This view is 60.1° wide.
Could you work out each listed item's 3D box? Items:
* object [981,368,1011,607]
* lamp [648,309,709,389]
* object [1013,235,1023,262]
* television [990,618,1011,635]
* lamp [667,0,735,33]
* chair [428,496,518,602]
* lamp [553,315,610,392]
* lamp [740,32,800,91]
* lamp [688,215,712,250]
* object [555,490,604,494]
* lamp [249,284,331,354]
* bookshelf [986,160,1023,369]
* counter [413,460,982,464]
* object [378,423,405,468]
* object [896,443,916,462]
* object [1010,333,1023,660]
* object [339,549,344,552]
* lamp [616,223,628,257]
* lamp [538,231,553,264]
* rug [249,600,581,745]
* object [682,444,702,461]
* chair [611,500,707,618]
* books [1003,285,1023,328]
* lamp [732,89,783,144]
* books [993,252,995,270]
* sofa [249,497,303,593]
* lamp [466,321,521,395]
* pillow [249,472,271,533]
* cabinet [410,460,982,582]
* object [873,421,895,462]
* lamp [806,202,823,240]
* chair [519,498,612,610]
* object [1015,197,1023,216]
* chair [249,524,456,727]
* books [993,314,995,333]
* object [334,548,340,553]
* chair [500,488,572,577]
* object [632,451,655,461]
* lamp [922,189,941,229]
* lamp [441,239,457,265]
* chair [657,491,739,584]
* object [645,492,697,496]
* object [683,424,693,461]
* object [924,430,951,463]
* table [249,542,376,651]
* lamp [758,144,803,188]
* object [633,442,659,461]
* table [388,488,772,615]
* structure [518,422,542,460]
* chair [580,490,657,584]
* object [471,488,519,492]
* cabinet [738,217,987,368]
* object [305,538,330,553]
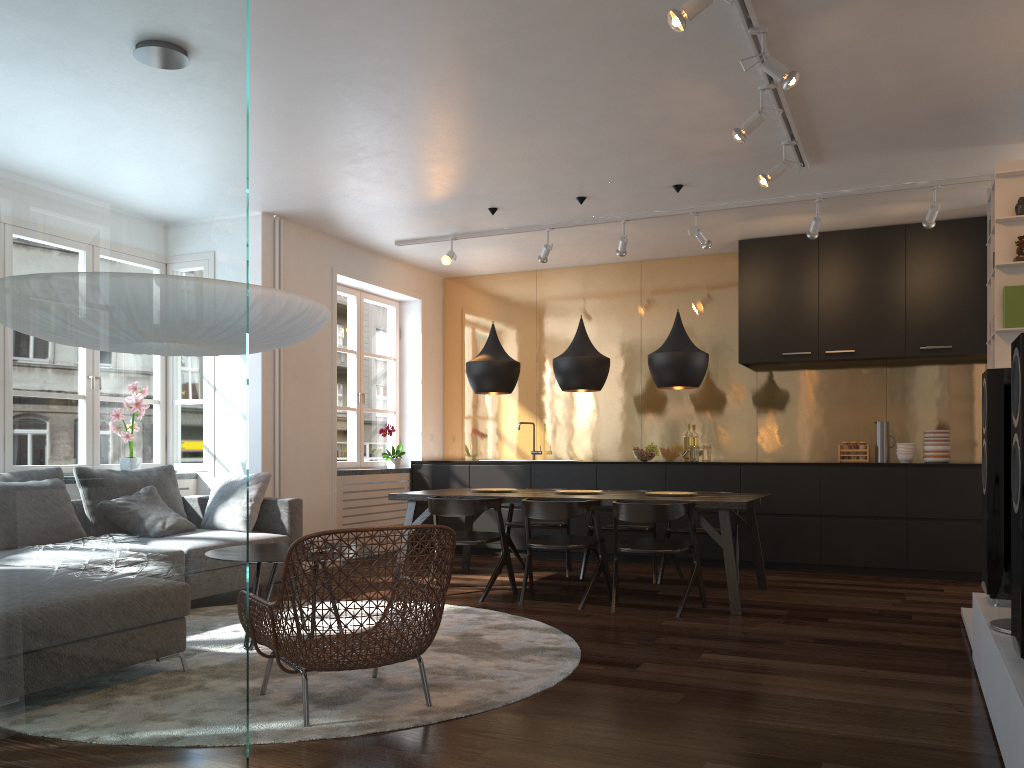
[{"bbox_3d":[2.180,0.443,3.794,0.280,1.002,0.295,0,0,24],"label":"object"},{"bbox_3d":[1.132,-0.242,6.028,0.411,0.540,0.411,1,-2,-18],"label":"lamp"},{"bbox_3d":[2.539,-0.672,4.406,0.064,0.140,0.045,0,0,15],"label":"object"},{"bbox_3d":[1.931,0.599,3.214,0.345,0.600,0.789,-1,-3,43],"label":"television"},{"bbox_3d":[0.688,-1.401,3.197,0.250,0.239,0.085,0,-1,9],"label":"lamp"},{"bbox_3d":[-0.308,1.103,6.010,0.593,0.670,0.520,-1,-2,23],"label":"chair"},{"bbox_3d":[0.495,-0.221,6.314,0.411,0.540,0.411,0,-2,1],"label":"lamp"},{"bbox_3d":[1.087,-1.362,3.717,0.250,0.239,0.085,0,-1,-10],"label":"lamp"},{"bbox_3d":[2.072,-0.307,7.066,1.835,1.846,0.089,1,-1,-32],"label":"lamp"},{"bbox_3d":[0.481,0.774,6.329,0.356,0.016,0.357,0,-4,5],"label":"object"},{"bbox_3d":[-1.571,-0.261,4.005,1.471,0.209,1.472,2,-5,-29],"label":"lamp"},{"bbox_3d":[2.651,-0.072,4.658,0.227,2.073,0.640,0,0,24],"label":"bookshelf"},{"bbox_3d":[1.467,0.693,7.906,5.062,0.002,0.733,-2,-5,24],"label":"counter"},{"bbox_3d":[-1.142,0.592,8.474,0.229,0.436,0.407,0,-2,0],"label":"object"},{"bbox_3d":[3.246,0.565,7.285,0.154,0.160,0.158,2,-3,-38],"label":"object"},{"bbox_3d":[1.666,0.357,2.652,0.280,1.002,0.295,0,0,24],"label":"object"},{"bbox_3d":[-0.849,0.845,4.513,0.015,0.015,0.168,0,-4,11],"label":"object"},{"bbox_3d":[0.876,-1.124,6.883,0.085,0.239,0.251,0,-2,-10],"label":"lamp"},{"bbox_3d":[0.289,-1.106,7.138,0.085,0.238,0.252,0,-2,-25],"label":"lamp"},{"bbox_3d":[-1.087,1.309,4.364,2.837,0.012,2.845,0,-4,4],"label":"rug"},{"bbox_3d":[1.611,0.617,7.918,0.176,0.151,0.088,0,-1,1],"label":"object"},{"bbox_3d":[0.875,1.064,5.483,0.593,0.670,0.520,-1,-2,22],"label":"chair"},{"bbox_3d":[2.546,-0.382,4.409,0.166,0.214,0.049,-1,0,24],"label":"books"},{"bbox_3d":[1.206,-1.316,4.343,0.251,0.238,0.085,-1,-1,30],"label":"lamp"},{"bbox_3d":[2.563,-0.639,4.638,0.069,0.107,0.023,-1,0,24],"label":"books"},{"bbox_3d":[-2.107,1.016,4.847,2.040,0.670,3.074,-2,-4,24],"label":"sofa"},{"bbox_3d":[-0.141,-0.199,6.601,0.411,0.540,0.411,1,-2,-32],"label":"lamp"},{"bbox_3d":[-1.956,0.821,6.169,0.494,0.414,0.287,-1,-2,23],"label":"pillow"},{"bbox_3d":[1.467,1.142,7.906,5.065,0.899,0.733,-2,-2,24],"label":"cabinet"},{"bbox_3d":[3.117,0.485,7.405,0.164,0.339,0.114,0,-1,27],"label":"object"},{"bbox_3d":[2.179,-1.168,6.299,0.085,0.239,0.251,0,-2,-5],"label":"lamp"},{"bbox_3d":[0.317,1.083,5.735,0.593,0.670,0.520,-1,-2,25],"label":"chair"},{"bbox_3d":[2.542,-0.882,4.404,0.060,0.101,0.064,0,-1,1],"label":"object"},{"bbox_3d":[-0.622,0.877,3.405,0.718,0.709,0.686,1,-3,-33],"label":"chair"},{"bbox_3d":[2.578,-0.312,4.631,0.096,0.107,0.088,-1,-2,24],"label":"books"},{"bbox_3d":[-0.892,0.844,4.512,0.025,0.016,0.164,0,-4,-1],"label":"object"},{"bbox_3d":[0.232,1.190,7.159,0.593,0.670,0.520,-1,-2,20],"label":"chair"},{"bbox_3d":[1.187,0.643,7.904,0.219,0.097,0.219,1,-4,-18],"label":"object"},{"bbox_3d":[2.866,-1.191,5.992,0.085,0.239,0.251,0,-2,0],"label":"lamp"},{"bbox_3d":[-0.521,-1.089,7.347,0.085,0.239,0.251,0,-2,11],"label":"lamp"},{"bbox_3d":[1.423,1.147,6.592,0.593,0.670,0.520,-1,-2,24],"label":"chair"},{"bbox_3d":[1.090,0.754,6.055,0.356,0.016,0.356,-2,-5,28],"label":"object"},{"bbox_3d":[1.614,0.536,8.092,0.092,0.339,0.092,0,0,-9],"label":"object"},{"bbox_3d":[3.446,0.505,7.171,0.198,0.264,0.198,0,-2,-1],"label":"object"},{"bbox_3d":[-1.122,1.089,4.522,0.847,0.472,0.849,-2,-4,26],"label":"table"},{"bbox_3d":[1.548,-1.257,5.108,0.250,0.239,0.085,0,-1,6],"label":"lamp"},{"bbox_3d":[1.191,0.604,7.887,0.239,0.173,0.178,0,-2,9],"label":"object"},{"bbox_3d":[0.480,1.119,6.288,2.501,0.678,1.109,-2,-4,24],"label":"table"},{"bbox_3d":[0.177,0.563,8.610,0.109,0.385,0.266,0,-1,40],"label":"structure"},{"bbox_3d":[0.868,1.166,6.842,0.593,0.670,0.520,-1,-2,22],"label":"chair"},{"bbox_3d":[-0.128,0.795,6.603,0.356,0.016,0.356,-2,-5,28],"label":"object"},{"bbox_3d":[2.917,-0.716,7.357,1.956,1.049,0.532,-2,-1,24],"label":"cabinet"},{"bbox_3d":[-0.985,0.814,4.456,0.139,0.069,0.091,-3,-4,36],"label":"object"}]
